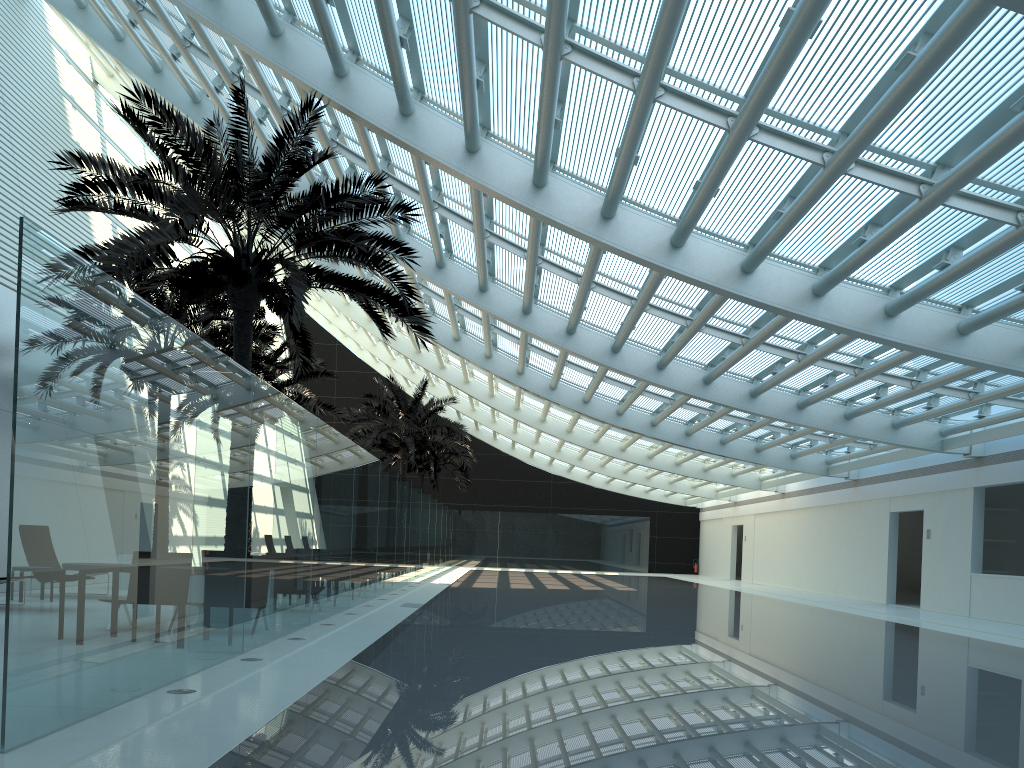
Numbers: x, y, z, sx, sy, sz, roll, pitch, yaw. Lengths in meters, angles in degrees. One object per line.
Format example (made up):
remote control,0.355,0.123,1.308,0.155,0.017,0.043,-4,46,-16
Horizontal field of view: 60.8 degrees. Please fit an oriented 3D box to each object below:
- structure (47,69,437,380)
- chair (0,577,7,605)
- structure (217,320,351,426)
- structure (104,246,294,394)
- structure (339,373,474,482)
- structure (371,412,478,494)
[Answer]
structure,-3.656,-0.367,11.494,4.817,6.933,4.501,1,-3,18
chair,-6.890,2.467,11.820,2.036,1.143,0.934,2,-4,0
structure,-7.135,1.738,23.268,4.289,6.808,4.687,0,-4,33
structure,-6.872,0.663,17.224,4.660,6.749,4.312,3,-3,-22
structure,-3.849,3.183,30.781,4.827,6.933,4.491,3,-3,-7
structure,-3.903,4.695,38.986,4.474,6.931,4.849,3,-4,-22
